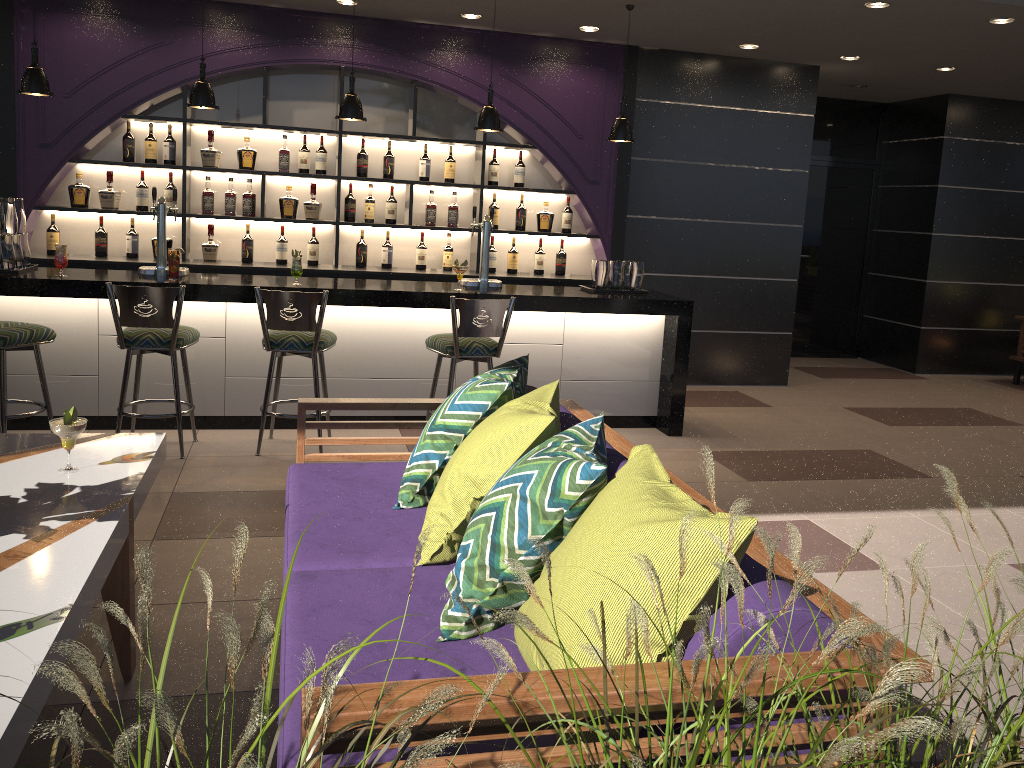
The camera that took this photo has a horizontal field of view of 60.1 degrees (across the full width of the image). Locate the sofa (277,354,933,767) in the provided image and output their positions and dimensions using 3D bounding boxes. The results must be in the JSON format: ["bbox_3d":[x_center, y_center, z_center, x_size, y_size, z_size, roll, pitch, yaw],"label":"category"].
[{"bbox_3d":[-0.062,0.484,2.471,1.118,0.911,2.147,1,11,-14],"label":"sofa"}]

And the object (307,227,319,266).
[{"bbox_3d":[-1.527,-1.060,6.804,0.087,0.296,0.086,9,10,34],"label":"object"}]

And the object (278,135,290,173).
[{"bbox_3d":[-1.720,-1.738,6.689,0.083,0.279,0.083,1,8,-14],"label":"object"}]

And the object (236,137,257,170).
[{"bbox_3d":[-1.985,-1.722,6.626,0.151,0.246,0.095,-1,9,-25],"label":"object"}]

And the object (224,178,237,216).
[{"bbox_3d":[-2.114,-1.408,6.652,0.083,0.279,0.083,1,8,-14],"label":"object"}]

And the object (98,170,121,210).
[{"bbox_3d":[-2.912,-1.405,6.412,0.123,0.277,0.124,3,8,-1],"label":"object"}]

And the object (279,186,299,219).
[{"bbox_3d":[-1.691,-1.376,6.707,0.151,0.246,0.095,1,9,-12],"label":"object"}]

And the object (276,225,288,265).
[{"bbox_3d":[-1.747,-1.058,6.728,0.087,0.295,0.086,9,10,34],"label":"object"}]

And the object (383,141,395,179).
[{"bbox_3d":[-0.956,-1.739,6.881,0.087,0.295,0.086,9,10,34],"label":"object"}]

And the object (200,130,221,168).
[{"bbox_3d":[-2.228,-1.737,6.550,0.123,0.277,0.124,3,8,-1],"label":"object"}]

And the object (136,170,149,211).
[{"bbox_3d":[-2.690,-1.406,6.441,0.087,0.295,0.086,9,10,34],"label":"object"}]

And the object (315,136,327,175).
[{"bbox_3d":[-1.456,-1.745,6.762,0.087,0.295,0.086,9,10,34],"label":"object"}]

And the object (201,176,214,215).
[{"bbox_3d":[-2.263,-1.404,6.585,0.083,0.279,0.083,-1,9,-29],"label":"object"}]

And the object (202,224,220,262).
[{"bbox_3d":[-2.255,-1.056,6.628,0.123,0.277,0.124,1,9,-14],"label":"object"}]

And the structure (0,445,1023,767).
[{"bbox_3d":[-0.587,-0.952,3.922,24.706,3.096,7.896,1,11,-14],"label":"structure"}]

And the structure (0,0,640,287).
[{"bbox_3d":[-1.320,-1.367,6.723,4.626,2.738,0.535,1,8,-14],"label":"structure"}]

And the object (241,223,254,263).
[{"bbox_3d":[-1.993,-1.061,6.671,0.087,0.295,0.086,9,10,34],"label":"object"}]

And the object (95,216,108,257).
[{"bbox_3d":[-2.988,-1.074,6.441,0.087,0.296,0.086,9,10,34],"label":"object"}]

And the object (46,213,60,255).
[{"bbox_3d":[-3.299,-1.075,6.364,0.087,0.296,0.086,9,10,34],"label":"object"}]

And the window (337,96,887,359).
[{"bbox_3d":[-1.610,-1.620,7.908,11.536,2.737,1.960,1,9,-14],"label":"window"}]

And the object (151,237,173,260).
[{"bbox_3d":[-2.586,-1.043,6.543,0.151,0.246,0.095,3,8,-4],"label":"object"}]

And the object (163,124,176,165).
[{"bbox_3d":[-2.503,-1.756,6.470,0.086,0.312,0.105,2,8,-9],"label":"object"}]

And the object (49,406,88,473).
[{"bbox_3d":[-1.353,0.168,2.702,0.106,0.195,0.106,5,9,14],"label":"object"}]

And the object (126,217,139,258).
[{"bbox_3d":[-2.787,-1.079,6.493,0.086,0.312,0.105,2,8,-9],"label":"object"}]

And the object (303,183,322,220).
[{"bbox_3d":[-1.520,-1.392,6.758,0.123,0.277,0.124,3,8,-1],"label":"object"}]

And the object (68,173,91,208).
[{"bbox_3d":[-3.105,-1.389,6.355,0.151,0.246,0.095,-1,9,-25],"label":"object"}]

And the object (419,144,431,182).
[{"bbox_3d":[-0.682,-1.745,6.951,0.086,0.312,0.105,2,8,-9],"label":"object"}]

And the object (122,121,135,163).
[{"bbox_3d":[-2.783,-1.756,6.427,0.087,0.295,0.086,9,10,34],"label":"object"}]

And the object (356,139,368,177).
[{"bbox_3d":[-1.153,-1.742,6.833,0.087,0.296,0.086,9,10,34],"label":"object"}]

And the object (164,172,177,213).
[{"bbox_3d":[-2.509,-1.409,6.508,0.087,0.296,0.086,9,10,34],"label":"object"}]

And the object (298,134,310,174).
[{"bbox_3d":[-1.583,-1.751,6.754,0.087,0.296,0.086,9,10,34],"label":"object"}]

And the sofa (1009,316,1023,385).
[{"bbox_3d":[5.686,-0.234,7.774,1.118,0.911,2.147,1,11,-14],"label":"sofa"}]

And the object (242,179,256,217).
[{"bbox_3d":[-1.979,-1.403,6.666,0.083,0.279,0.083,4,8,6],"label":"object"}]

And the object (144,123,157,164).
[{"bbox_3d":[-2.638,-1.754,6.466,0.087,0.296,0.086,9,10,34],"label":"object"}]
